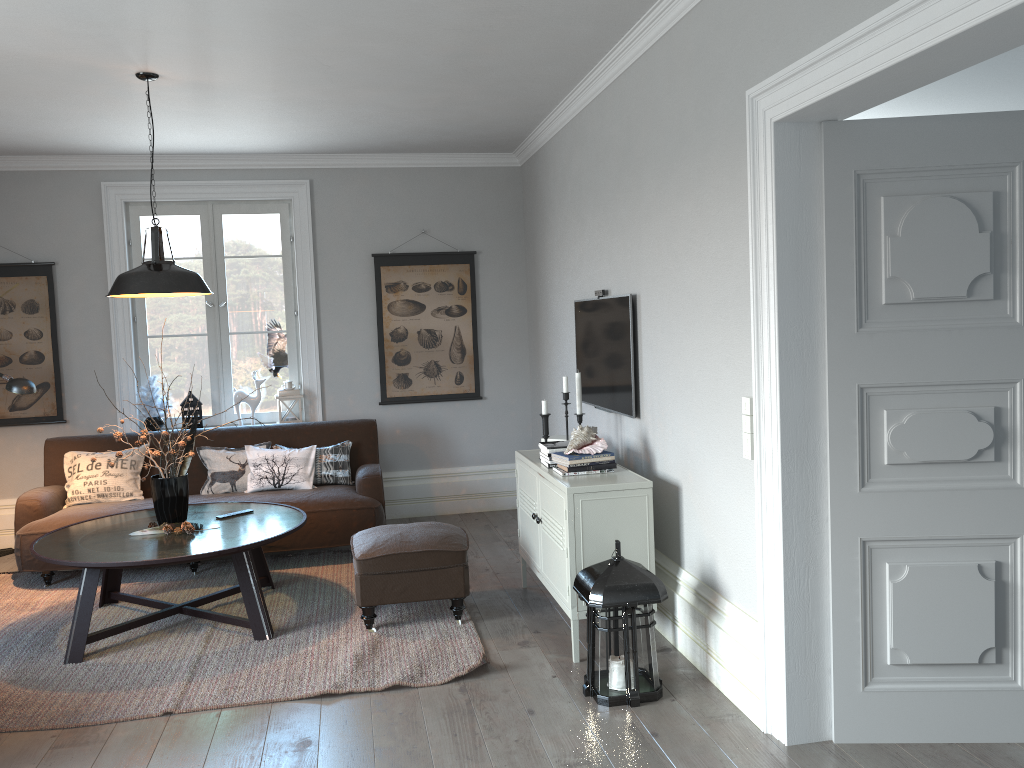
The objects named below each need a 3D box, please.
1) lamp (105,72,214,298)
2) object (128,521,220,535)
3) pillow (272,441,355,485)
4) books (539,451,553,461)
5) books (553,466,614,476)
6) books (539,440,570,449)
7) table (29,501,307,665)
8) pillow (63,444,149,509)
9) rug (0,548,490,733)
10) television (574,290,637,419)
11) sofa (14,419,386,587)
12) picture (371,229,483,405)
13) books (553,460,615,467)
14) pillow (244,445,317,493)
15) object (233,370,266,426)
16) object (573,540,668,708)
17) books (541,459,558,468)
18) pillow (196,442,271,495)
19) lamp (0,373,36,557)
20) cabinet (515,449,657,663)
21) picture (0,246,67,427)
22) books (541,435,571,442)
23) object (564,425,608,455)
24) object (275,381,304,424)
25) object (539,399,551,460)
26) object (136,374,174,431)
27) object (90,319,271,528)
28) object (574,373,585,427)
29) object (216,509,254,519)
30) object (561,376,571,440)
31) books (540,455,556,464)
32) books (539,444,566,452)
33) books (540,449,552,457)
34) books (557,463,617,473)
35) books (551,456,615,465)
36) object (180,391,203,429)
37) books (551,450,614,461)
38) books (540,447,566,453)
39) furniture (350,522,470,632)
[{"bbox_3d":[-1.771,-0.977,4.380,0.504,1.075,0.504,0,5,37],"label":"lamp"},{"bbox_3d":[-1.674,0.708,4.402,0.404,0.067,0.153,-2,4,7],"label":"object"},{"bbox_3d":[-1.327,0.539,5.911,0.542,0.288,0.183,-3,4,-9],"label":"pillow"},{"bbox_3d":[0.289,0.344,4.350,0.271,0.016,0.222,-3,4,-10],"label":"books"},{"bbox_3d":[0.328,0.398,4.127,0.243,0.014,0.196,-3,4,-11],"label":"books"},{"bbox_3d":[0.280,0.294,4.347,0.263,0.008,0.212,-3,4,-9],"label":"books"},{"bbox_3d":[-1.695,0.978,4.506,1.300,0.503,1.300,-4,4,-18],"label":"table"},{"bbox_3d":[-2.605,0.591,5.676,0.519,0.368,0.240,-3,4,-10],"label":"pillow"},{"bbox_3d":[-1.665,1.168,4.559,2.819,0.090,2.401,-3,4,-10],"label":"rug"},{"bbox_3d":[0.499,-0.183,4.833,0.041,0.657,1.063,-3,4,-10],"label":"television"},{"bbox_3d":[-1.923,0.730,5.702,2.165,0.824,0.969,-3,4,-11],"label":"sofa"},{"bbox_3d":[-0.643,-0.514,6.728,0.793,1.312,0.057,-3,4,-11],"label":"picture"},{"bbox_3d":[0.331,0.357,4.117,0.235,0.014,0.185,-4,4,-21],"label":"books"},{"bbox_3d":[-1.504,0.543,5.764,0.471,0.309,0.188,-3,4,-10],"label":"pillow"},{"bbox_3d":[-1.887,0.110,6.399,0.239,0.409,0.128,-3,4,-14],"label":"object"},{"bbox_3d":[0.423,0.905,3.463,0.323,0.599,0.323,-3,4,-11],"label":"object"},{"bbox_3d":[0.291,0.379,4.350,0.271,0.022,0.200,-3,4,-9],"label":"books"},{"bbox_3d":[-1.805,0.563,5.785,0.472,0.347,0.159,-3,4,-13],"label":"pillow"},{"bbox_3d":[-3.409,0.407,5.439,1.864,1.644,0.797,0,4,27],"label":"lamp"},{"bbox_3d":[0.313,0.768,4.345,0.408,0.757,1.152,-3,4,-10],"label":"cabinet"},{"bbox_3d":[-3.576,-0.356,6.183,0.793,1.312,0.057,-3,4,-11],"label":"picture"},{"bbox_3d":[0.284,0.299,4.770,0.199,0.024,0.161,0,5,34],"label":"books"},{"bbox_3d":[0.327,0.256,4.117,0.194,0.127,0.192,-4,4,-17],"label":"object"},{"bbox_3d":[-1.635,0.136,6.508,0.193,0.321,0.193,-3,4,-17],"label":"object"},{"bbox_3d":[0.172,0.230,4.537,0.083,0.311,0.083,-5,4,-33],"label":"object"},{"bbox_3d":[-2.582,0.134,6.343,0.262,0.423,0.248,-1,4,25],"label":"object"},{"bbox_3d":[-1.612,0.198,4.412,0.853,1.065,0.525,-5,5,-40],"label":"object"},{"bbox_3d":[0.346,0.149,4.545,0.066,0.457,0.066,-6,5,-43],"label":"object"},{"bbox_3d":[-1.486,0.697,4.757,0.051,0.011,0.207,1,5,39],"label":"object"},{"bbox_3d":[0.276,0.169,4.469,0.092,0.431,0.092,1,5,39],"label":"object"},{"bbox_3d":[0.283,0.361,4.341,0.253,0.016,0.200,-3,4,-12],"label":"books"},{"bbox_3d":[0.279,0.304,4.340,0.260,0.010,0.196,-3,4,-12],"label":"books"},{"bbox_3d":[0.280,0.328,4.344,0.251,0.019,0.200,-3,4,-9],"label":"books"},{"bbox_3d":[0.345,0.377,4.121,0.238,0.027,0.175,-3,4,-14],"label":"books"},{"bbox_3d":[0.328,0.342,4.109,0.235,0.017,0.184,-4,4,-23],"label":"books"},{"bbox_3d":[-2.314,0.190,6.405,0.155,0.284,0.155,-4,4,-20],"label":"object"},{"bbox_3d":[0.326,0.326,4.113,0.235,0.014,0.184,-4,4,-23],"label":"books"},{"bbox_3d":[0.284,0.313,4.341,0.265,0.010,0.196,-3,4,-11],"label":"books"},{"bbox_3d":[-0.510,0.948,4.469,0.583,0.439,0.574,-3,4,-10],"label":"furniture"}]
